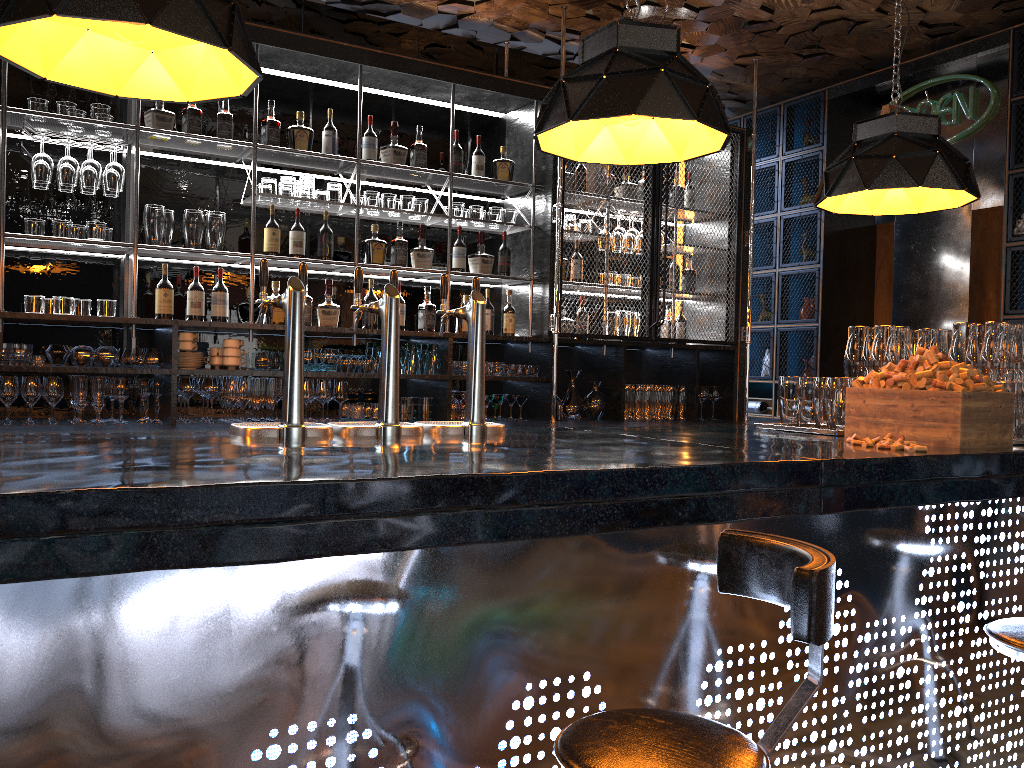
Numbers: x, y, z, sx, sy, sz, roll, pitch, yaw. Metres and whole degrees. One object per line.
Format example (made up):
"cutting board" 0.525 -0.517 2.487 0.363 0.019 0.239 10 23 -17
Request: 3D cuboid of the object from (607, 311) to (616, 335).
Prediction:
"object" 0.672 -0.382 5.979 0.105 0.209 0.105 1 1 -45

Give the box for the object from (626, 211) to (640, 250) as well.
"object" 0.803 -1.021 5.901 0.092 0.244 0.092 1 1 -36

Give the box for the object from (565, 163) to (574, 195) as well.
"object" 0.325 -1.356 5.705 0.123 0.279 0.123 1 1 -21

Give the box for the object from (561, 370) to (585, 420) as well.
"object" 0.389 0.071 5.703 0.170 0.313 0.170 1 1 -36

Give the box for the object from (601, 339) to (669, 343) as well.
"object" 0.816 -0.283 5.973 0.437 0.019 0.273 1 1 -30

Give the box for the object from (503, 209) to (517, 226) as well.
"object" -0.015 -1.024 5.462 0.089 0.092 0.089 1 1 -44

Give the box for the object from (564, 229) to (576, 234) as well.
"object" 0.370 -1.018 5.697 0.089 0.092 0.089 1 1 -4

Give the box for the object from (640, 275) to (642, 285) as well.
"object" 0.907 -0.684 5.975 0.089 0.092 0.089 2 1 44

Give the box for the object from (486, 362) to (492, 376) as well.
"object" -0.149 -0.092 5.372 0.084 0.082 0.084 1 1 -24

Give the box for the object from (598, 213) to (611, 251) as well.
"object" 0.626 -1.027 5.989 0.092 0.244 0.092 1 1 -36

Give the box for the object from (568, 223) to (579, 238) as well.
"object" 0.409 -1.020 5.895 0.089 0.092 0.089 1 1 -4

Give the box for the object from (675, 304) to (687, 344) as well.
"object" 1.191 -0.417 6.264 0.086 0.298 0.086 2 1 19

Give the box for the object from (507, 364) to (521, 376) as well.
"object" 0.012 -0.082 5.394 0.088 0.070 0.098 2 1 5

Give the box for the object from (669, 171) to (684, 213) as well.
"object" 1.149 -1.345 6.196 0.083 0.282 0.083 1 1 -15

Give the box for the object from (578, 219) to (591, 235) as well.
"object" 0.471 -1.016 5.742 0.089 0.092 0.089 2 1 21

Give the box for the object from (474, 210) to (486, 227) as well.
"object" -0.206 -1.030 5.527 0.089 0.092 0.089 1 1 -44

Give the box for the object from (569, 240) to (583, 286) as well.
"object" 0.421 -0.794 5.809 0.086 0.298 0.086 2 1 19

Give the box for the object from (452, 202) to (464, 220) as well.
"object" -0.329 -1.030 5.284 0.089 0.092 0.089 1 1 -44

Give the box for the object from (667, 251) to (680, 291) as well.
"object" 1.132 -0.783 6.207 0.086 0.299 0.086 2 1 19

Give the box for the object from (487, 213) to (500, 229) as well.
"object" -0.117 -1.029 5.592 0.089 0.092 0.089 2 1 9

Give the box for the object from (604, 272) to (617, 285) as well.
"object" 0.649 -0.688 5.831 0.089 0.092 0.089 2 1 44

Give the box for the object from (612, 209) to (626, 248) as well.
"object" 0.708 -1.022 5.846 0.092 0.244 0.092 1 1 -36

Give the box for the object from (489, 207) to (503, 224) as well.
"object" -0.099 -1.026 5.406 0.089 0.092 0.089 2 1 9

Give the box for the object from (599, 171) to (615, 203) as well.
"object" 0.633 -1.355 5.898 0.083 0.282 0.083 1 1 -30

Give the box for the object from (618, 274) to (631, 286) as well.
"object" 0.753 -0.687 5.957 0.089 0.092 0.089 1 1 -29

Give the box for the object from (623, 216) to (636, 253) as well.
"object" 0.807 -1.024 6.093 0.092 0.244 0.092 1 1 -36

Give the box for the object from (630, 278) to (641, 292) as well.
"object" 0.858 -0.688 6.155 0.089 0.092 0.089 2 1 44

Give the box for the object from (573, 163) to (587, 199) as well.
"object" 0.448 -1.365 5.795 0.086 0.297 0.086 2 1 19

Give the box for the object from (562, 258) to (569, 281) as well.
"object" 0.294 -0.770 5.720 0.151 0.248 0.094 1 1 -21

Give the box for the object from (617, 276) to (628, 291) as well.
"object" 0.758 -0.689 6.089 0.089 0.092 0.089 2 1 36

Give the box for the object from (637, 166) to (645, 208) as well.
"object" 0.905 -1.350 6.055 0.083 0.282 0.083 1 1 -45

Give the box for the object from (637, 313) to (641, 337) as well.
"object" 0.889 -0.378 6.100 0.105 0.209 0.105 1 1 -45

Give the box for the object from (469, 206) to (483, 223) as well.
"object" -0.219 -1.028 5.382 0.089 0.092 0.089 1 1 -31

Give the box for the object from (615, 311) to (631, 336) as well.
"object" 0.736 -0.379 5.883 0.105 0.209 0.105 1 1 -45

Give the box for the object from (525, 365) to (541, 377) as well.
"object" 0.125 -0.080 5.401 0.088 0.070 0.098 1 1 -20

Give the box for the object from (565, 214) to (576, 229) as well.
"object" 0.370 -1.038 5.697 0.089 0.092 0.089 1 1 -4

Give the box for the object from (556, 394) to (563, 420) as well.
"object" 0.235 0.071 5.614 0.186 0.307 0.186 1 1 -24

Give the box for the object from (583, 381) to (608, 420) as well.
"object" 0.538 0.107 5.725 0.158 0.248 0.158 1 1 -36

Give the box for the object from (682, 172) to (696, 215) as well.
"object" 1.257 -1.352 6.289 0.086 0.298 0.086 2 1 24

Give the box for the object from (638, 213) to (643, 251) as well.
"object" 0.889 -1.019 5.951 0.092 0.244 0.092 1 1 -36

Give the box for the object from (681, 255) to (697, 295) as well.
"object" 1.251 -0.773 6.272 0.083 0.282 0.083 1 1 -20

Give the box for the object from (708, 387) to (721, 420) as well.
"object" 1.403 0.133 6.183 0.101 0.227 0.101 2 1 38

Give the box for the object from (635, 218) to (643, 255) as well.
"object" 0.897 -1.022 6.145 0.092 0.244 0.092 1 1 -36

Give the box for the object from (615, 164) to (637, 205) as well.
"object" 0.768 -1.350 5.977 0.123 0.279 0.123 1 1 -26

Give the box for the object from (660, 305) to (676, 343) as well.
"object" 1.089 -0.412 6.190 0.083 0.282 0.083 1 1 -45

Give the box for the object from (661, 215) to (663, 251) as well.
"object" 0.979 -1.018 6.002 0.092 0.244 0.092 1 1 -36

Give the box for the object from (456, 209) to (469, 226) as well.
"object" -0.309 -1.032 5.496 0.089 0.092 0.089 1 1 -44

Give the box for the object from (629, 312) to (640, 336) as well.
"object" 0.809 -0.379 5.998 0.105 0.209 0.105 1 1 -45

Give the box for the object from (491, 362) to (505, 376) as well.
"object" -0.084 -0.089 5.296 0.084 0.082 0.084 2 1 42

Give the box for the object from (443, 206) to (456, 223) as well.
"object" -0.378 -1.033 5.417 0.089 0.092 0.089 2 1 14

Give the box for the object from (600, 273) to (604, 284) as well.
"object" 0.631 -0.690 5.937 0.089 0.092 0.089 2 1 27

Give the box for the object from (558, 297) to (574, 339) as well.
"object" 0.321 -0.422 5.731 0.123 0.279 0.123 1 1 -41

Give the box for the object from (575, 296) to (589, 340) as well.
"object" 0.459 -0.431 5.830 0.086 0.299 0.086 2 1 19

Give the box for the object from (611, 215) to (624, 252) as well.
"object" 0.721 -1.025 6.044 0.092 0.244 0.092 1 1 -36
